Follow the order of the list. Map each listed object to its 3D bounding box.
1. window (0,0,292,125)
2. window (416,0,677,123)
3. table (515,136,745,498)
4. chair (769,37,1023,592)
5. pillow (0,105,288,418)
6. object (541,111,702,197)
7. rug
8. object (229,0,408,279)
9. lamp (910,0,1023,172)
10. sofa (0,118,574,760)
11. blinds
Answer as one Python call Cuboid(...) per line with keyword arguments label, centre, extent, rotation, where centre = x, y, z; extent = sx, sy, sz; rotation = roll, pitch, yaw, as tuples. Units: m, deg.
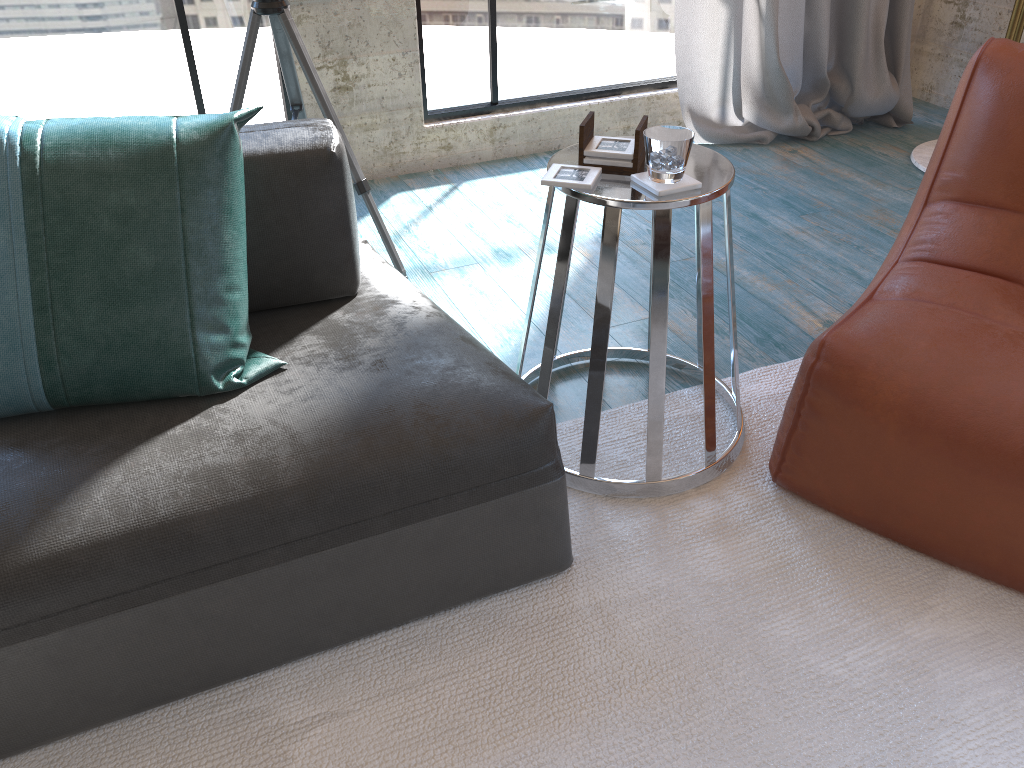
Cuboid(label="window", centre=(-1.615, -1.738, 2.247), extent=(1.780, 2.530, 0.081), rotation=(-14, 36, -19))
Cuboid(label="window", centre=(0.445, -2.257, 2.970), extent=(1.780, 2.530, 0.081), rotation=(-14, 36, -19))
Cuboid(label="table", centre=(0.251, -0.169, 1.879), extent=(0.549, 0.603, 0.549), rotation=(-29, 43, -35))
Cuboid(label="chair", centre=(1.078, -0.173, 1.736), extent=(0.801, 0.759, 0.920), rotation=(22, 40, 30))
Cuboid(label="pillow", centre=(-0.900, -0.190, 1.407), extent=(1.042, 0.466, 0.349), rotation=(-8, 34, -10))
Cuboid(label="object", centre=(0.218, -0.438, 1.652), extent=(0.287, 0.096, 0.206), rotation=(9, 35, 14))
Cuboid(label="rug", centre=(-0.121, 1.035, 0.619), extent=(7.768, 0.032, 2.954), rotation=(-14, 36, -19))
Cuboid(label="object", centre=(-0.709, -0.974, 2.397), extent=(0.595, 1.406, 0.617), rotation=(-13, 36, -18))
Cuboid(label="lamp", centre=(1.806, -1.587, 2.873), extent=(0.619, 1.822, 0.619), rotation=(-14, 36, -19))
Cuboid(label="sofa", centre=(-1.024, 0.042, 1.520), extent=(2.063, 0.680, 1.019), rotation=(-14, 36, -19))
Cuboid(label="blinds", centre=(1.117, -2.282, 2.885), extent=(1.131, 2.985, 0.384), rotation=(-14, 36, -19))
